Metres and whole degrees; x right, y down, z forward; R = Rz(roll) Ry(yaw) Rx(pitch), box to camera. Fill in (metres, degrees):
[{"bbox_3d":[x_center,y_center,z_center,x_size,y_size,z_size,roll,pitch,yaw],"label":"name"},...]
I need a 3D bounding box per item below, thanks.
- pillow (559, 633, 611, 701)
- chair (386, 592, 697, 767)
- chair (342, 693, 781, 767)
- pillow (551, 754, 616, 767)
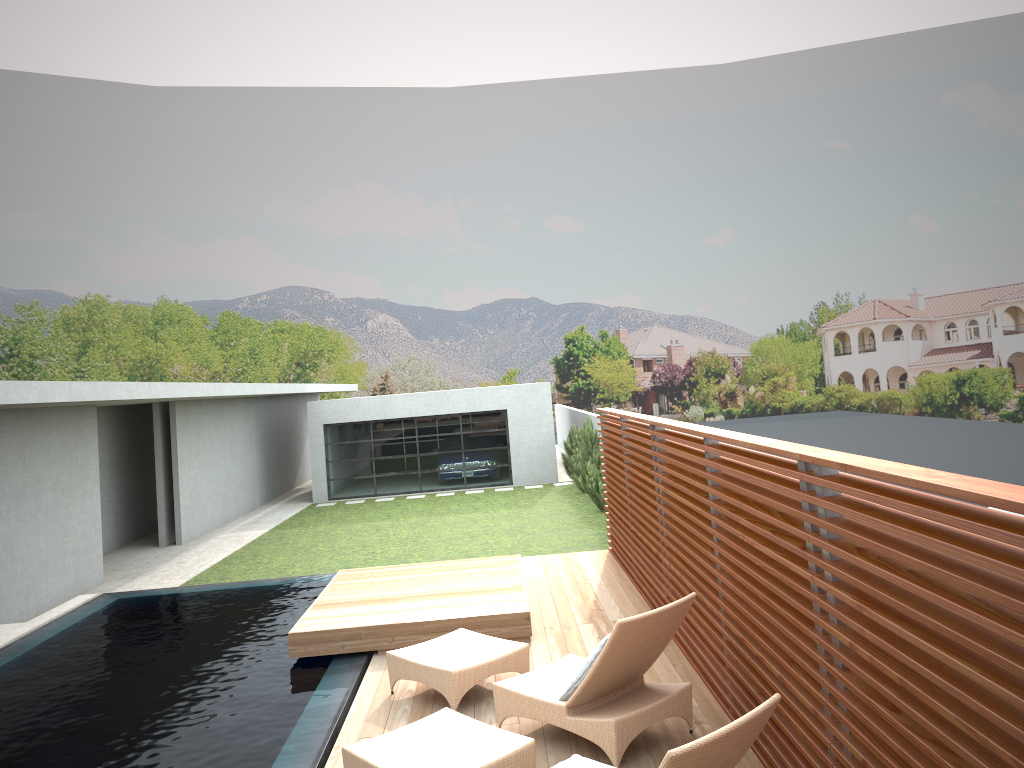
[{"bbox_3d":[0.620,1.608,5.205,0.609,0.430,0.424,-3,-3,-43],"label":"pillow"},{"bbox_3d":[0.106,1.720,5.756,0.701,0.832,2.281,-2,-2,-43],"label":"chair"},{"bbox_3d":[0.097,1.722,4.080,0.701,0.832,2.281,-2,-2,-42],"label":"chair"},{"bbox_3d":[0.298,1.763,3.802,0.590,0.195,0.596,-5,-1,45],"label":"pillow"}]
